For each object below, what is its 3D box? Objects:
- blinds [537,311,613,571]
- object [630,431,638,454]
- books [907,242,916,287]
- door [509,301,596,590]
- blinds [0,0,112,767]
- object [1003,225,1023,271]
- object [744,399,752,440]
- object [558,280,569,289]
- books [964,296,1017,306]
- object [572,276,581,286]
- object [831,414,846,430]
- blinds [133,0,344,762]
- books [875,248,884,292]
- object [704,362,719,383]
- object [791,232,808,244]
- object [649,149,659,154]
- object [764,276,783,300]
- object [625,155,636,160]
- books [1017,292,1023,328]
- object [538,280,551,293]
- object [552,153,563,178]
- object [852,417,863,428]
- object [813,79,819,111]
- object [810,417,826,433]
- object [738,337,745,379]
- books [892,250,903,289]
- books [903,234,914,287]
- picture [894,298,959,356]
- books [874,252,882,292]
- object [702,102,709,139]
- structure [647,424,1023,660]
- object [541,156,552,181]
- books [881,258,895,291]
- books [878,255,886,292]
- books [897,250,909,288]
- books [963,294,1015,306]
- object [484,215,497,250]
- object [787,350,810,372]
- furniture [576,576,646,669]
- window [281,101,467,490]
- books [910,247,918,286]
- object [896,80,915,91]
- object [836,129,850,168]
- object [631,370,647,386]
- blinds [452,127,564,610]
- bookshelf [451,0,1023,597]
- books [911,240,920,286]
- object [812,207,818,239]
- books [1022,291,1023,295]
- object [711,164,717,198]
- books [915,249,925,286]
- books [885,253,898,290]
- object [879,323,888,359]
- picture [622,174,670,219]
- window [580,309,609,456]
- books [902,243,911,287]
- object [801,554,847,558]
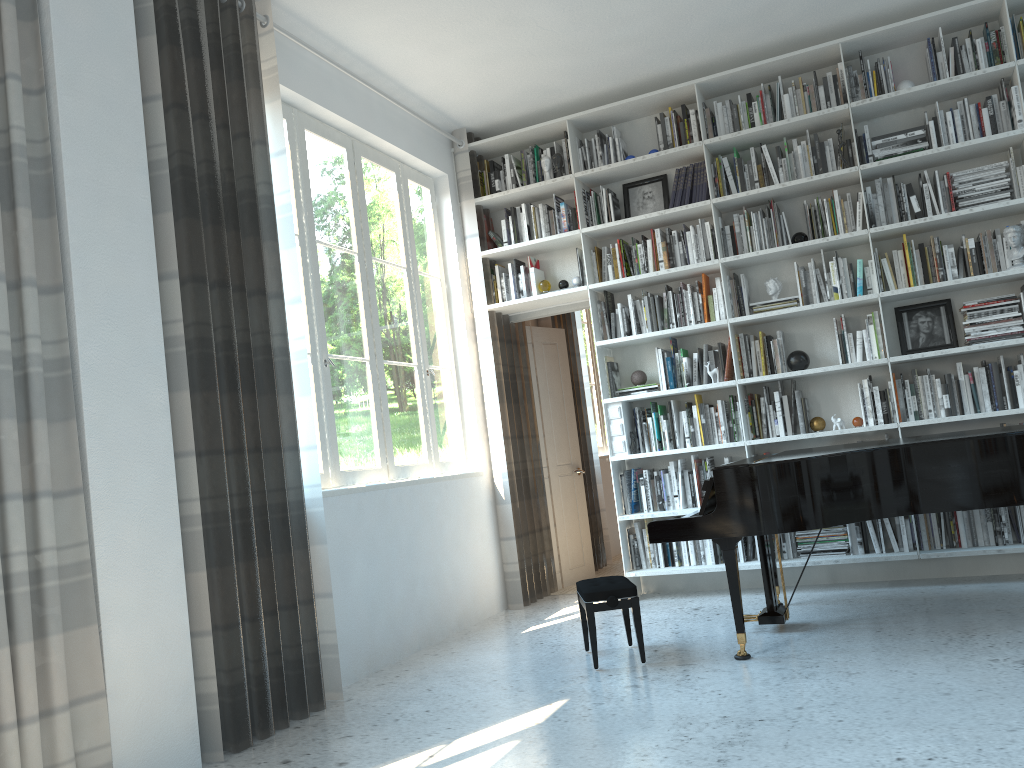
[{"bbox_3d":[0.445,-0.077,7.318,0.140,3.228,0.776,-9,-5,23],"label":"blinds"},{"bbox_3d":[0.761,0.371,5.590,0.045,0.146,0.045,-4,-5,-28],"label":"object"},{"bbox_3d":[2.285,-0.663,5.070,0.015,0.266,0.189,-9,-5,23],"label":"books"},{"bbox_3d":[0.527,0.469,6.444,0.834,1.979,0.786,-9,-5,23],"label":"door"},{"bbox_3d":[-1.675,-0.284,2.460,0.183,3.258,1.026,-9,-5,22],"label":"blinds"},{"bbox_3d":[2.710,-0.729,4.767,0.137,0.243,0.138,-6,-5,-11],"label":"object"},{"bbox_3d":[1.461,0.218,5.444,0.012,0.254,0.161,-9,-5,23],"label":"object"},{"bbox_3d":[0.346,-0.661,5.933,0.071,0.072,0.071,-7,-5,1],"label":"object"},{"bbox_3d":[2.652,-0.452,4.934,0.254,0.012,0.161,-9,-6,20],"label":"books"},{"bbox_3d":[0.434,-0.678,5.873,0.071,0.072,0.071,-7,-5,1],"label":"object"},{"bbox_3d":[1.900,0.220,5.164,0.060,0.095,0.078,-11,-6,40],"label":"object"},{"bbox_3d":[-1.144,-0.217,3.680,0.140,3.228,0.776,-9,-5,23],"label":"blinds"},{"bbox_3d":[2.148,-0.645,5.176,0.010,0.281,0.140,-9,-5,23],"label":"books"},{"bbox_3d":[1.215,-0.070,5.381,0.081,0.140,0.044,-7,-5,7],"label":"object"},{"bbox_3d":[1.723,-0.860,5.309,0.097,0.098,0.097,-5,-5,-18],"label":"object"},{"bbox_3d":[0.914,-1.463,5.687,0.082,0.083,0.082,-7,-5,1],"label":"object"},{"bbox_3d":[1.594,-0.580,5.402,0.095,0.157,0.121,-10,-6,37],"label":"object"},{"bbox_3d":[0.771,-1.440,5.749,0.082,0.083,0.082,-7,-5,1],"label":"object"},{"bbox_3d":[2.806,-0.367,4.861,0.012,0.254,0.161,-9,-5,23],"label":"books"},{"bbox_3d":[0.220,-0.654,5.935,0.087,0.087,0.087,-5,-5,-18],"label":"object"},{"bbox_3d":[0.307,-1.422,5.830,0.067,0.198,0.067,-5,-5,-24],"label":"object"},{"bbox_3d":[2.006,0.221,5.143,0.061,0.062,0.061,-5,-5,-18],"label":"object"},{"bbox_3d":[1.836,-1.689,5.327,0.010,0.246,0.157,-9,-5,23],"label":"object"},{"bbox_3d":[1.817,0.240,5.272,0.091,0.092,0.091,-7,-5,1],"label":"object"},{"bbox_3d":[1.432,-0.154,5.480,0.012,0.270,0.130,-9,-5,23],"label":"object"},{"bbox_3d":[2.234,-0.642,5.132,0.026,0.247,0.139,-9,-5,23],"label":"books"},{"bbox_3d":[2.269,-0.686,5.078,0.014,0.317,0.188,-9,-5,23],"label":"books"},{"bbox_3d":[2.384,-0.321,5.105,0.300,0.299,0.077,-9,-5,23],"label":"picture"},{"bbox_3d":[2.135,-0.630,5.171,0.012,0.254,0.161,-9,-5,23],"label":"books"},{"bbox_3d":[1.240,-1.613,5.589,0.012,0.285,0.159,-9,-5,23],"label":"object"},{"bbox_3d":[1.747,0.687,4.081,1.919,0.832,1.335,-9,-5,23],"label":"structure"},{"bbox_3d":[0.233,-1.410,5.862,0.067,0.198,0.067,-5,-5,-24],"label":"object"},{"bbox_3d":[2.180,-0.616,5.133,0.053,0.208,0.156,-9,-5,23],"label":"books"},{"bbox_3d":[2.160,-0.623,5.169,0.011,0.235,0.142,-9,-5,23],"label":"books"},{"bbox_3d":[2.257,-0.642,5.116,0.029,0.240,0.155,-9,-5,23],"label":"books"},{"bbox_3d":[2.650,-0.464,4.933,0.254,0.012,0.161,-10,-6,27],"label":"books"},{"bbox_3d":[-0.156,-1.026,6.166,0.035,0.295,0.176,-9,-5,23],"label":"object"},{"bbox_3d":[1.716,-0.135,5.314,0.134,0.135,0.134,-5,-5,-18],"label":"object"},{"bbox_3d":[0.448,1.077,4.084,0.240,0.353,0.467,-7,-5,-2],"label":"furniture"},{"bbox_3d":[-0.792,-0.436,5.007,0.073,2.007,1.983,-9,-5,23],"label":"window"},{"bbox_3d":[2.311,-0.653,5.094,0.010,0.244,0.149,-9,-5,23],"label":"books"},{"bbox_3d":[2.260,-1.690,5.092,0.105,0.106,0.105,-7,-5,1],"label":"object"},{"bbox_3d":[1.916,-1.350,5.127,0.075,0.254,0.075,-7,-5,2],"label":"object"},{"bbox_3d":[0.817,-0.035,5.706,0.105,0.106,0.105,-7,-5,1],"label":"object"},{"bbox_3d":[-0.026,-0.118,6.239,0.140,3.228,0.776,-9,-5,23],"label":"blinds"},{"bbox_3d":[2.694,-0.506,4.851,6.301,3.139,0.330,-9,-5,23],"label":"bookshelf"},{"bbox_3d":[2.311,-0.673,5.075,0.010,0.280,0.170,-9,-5,23],"label":"books"},{"bbox_3d":[1.827,-0.938,5.321,0.010,0.225,0.142,-9,-5,23],"label":"object"},{"bbox_3d":[2.815,-0.373,4.854,0.011,0.260,0.184,-9,-5,23],"label":"books"},{"bbox_3d":[1.286,-1.235,5.558,0.012,0.254,0.161,-9,-5,23],"label":"object"},{"bbox_3d":[2.338,-0.649,5.087,0.024,0.228,0.147,-9,-5,23],"label":"books"},{"bbox_3d":[2.200,-0.634,5.138,0.042,0.241,0.162,-9,-5,23],"label":"books"},{"bbox_3d":[2.167,-0.243,5.165,0.017,0.216,0.103,-9,-5,23],"label":"object"},{"bbox_3d":[0.878,-1.195,5.786,0.300,0.299,0.077,-9,-5,23],"label":"picture"},{"bbox_3d":[0.796,-0.295,8.642,0.073,2.007,1.983,-9,-5,23],"label":"window"},{"bbox_3d":[2.278,-0.666,5.121,0.010,0.283,0.136,-9,-5,23],"label":"books"},{"bbox_3d":[1.851,1.008,5.246,0.254,0.007,0.161,-9,-6,26],"label":"object"}]
